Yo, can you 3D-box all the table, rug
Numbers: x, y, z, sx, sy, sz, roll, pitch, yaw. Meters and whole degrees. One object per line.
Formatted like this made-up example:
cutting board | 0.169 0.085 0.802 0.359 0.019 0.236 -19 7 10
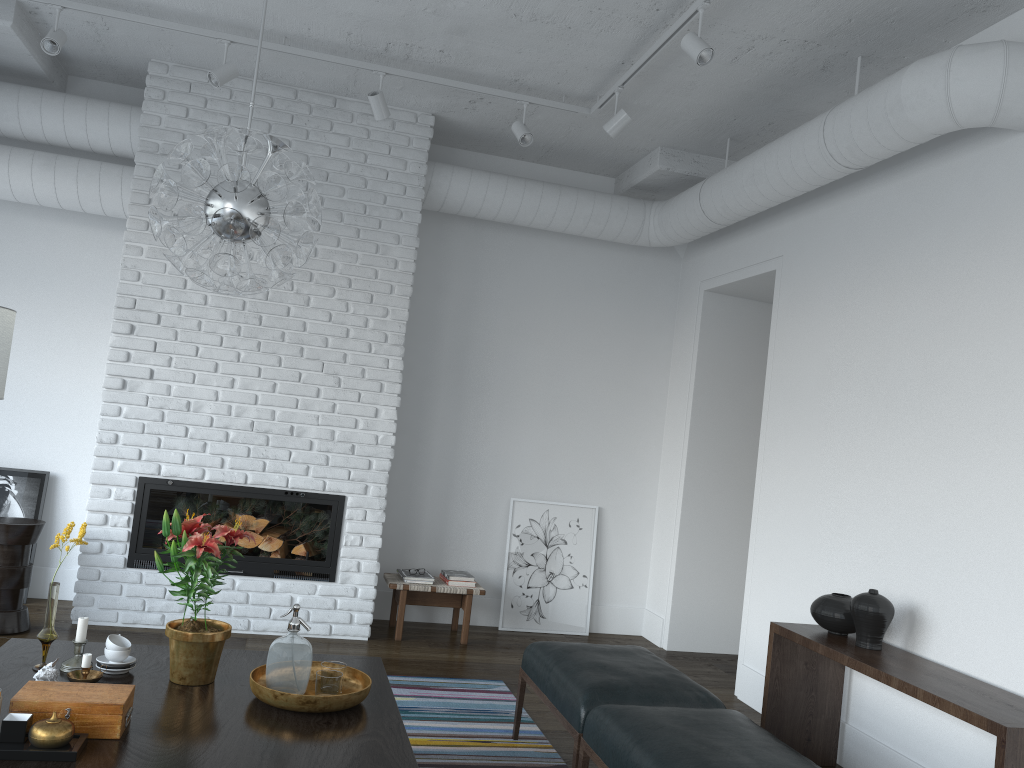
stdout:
table | -0.514 1.420 5.612 0.605 0.345 0.405 7 -3 -13
rug | -0.924 1.364 2.587 2.735 0.012 3.760 7 -3 -13
table | -0.999 1.153 2.612 1.306 0.394 1.362 7 -3 -13
table | -2.645 0.999 4.660 0.282 0.558 0.281 9 -4 -35
table | 1.462 1.372 3.331 0.375 0.617 1.362 7 -3 -13

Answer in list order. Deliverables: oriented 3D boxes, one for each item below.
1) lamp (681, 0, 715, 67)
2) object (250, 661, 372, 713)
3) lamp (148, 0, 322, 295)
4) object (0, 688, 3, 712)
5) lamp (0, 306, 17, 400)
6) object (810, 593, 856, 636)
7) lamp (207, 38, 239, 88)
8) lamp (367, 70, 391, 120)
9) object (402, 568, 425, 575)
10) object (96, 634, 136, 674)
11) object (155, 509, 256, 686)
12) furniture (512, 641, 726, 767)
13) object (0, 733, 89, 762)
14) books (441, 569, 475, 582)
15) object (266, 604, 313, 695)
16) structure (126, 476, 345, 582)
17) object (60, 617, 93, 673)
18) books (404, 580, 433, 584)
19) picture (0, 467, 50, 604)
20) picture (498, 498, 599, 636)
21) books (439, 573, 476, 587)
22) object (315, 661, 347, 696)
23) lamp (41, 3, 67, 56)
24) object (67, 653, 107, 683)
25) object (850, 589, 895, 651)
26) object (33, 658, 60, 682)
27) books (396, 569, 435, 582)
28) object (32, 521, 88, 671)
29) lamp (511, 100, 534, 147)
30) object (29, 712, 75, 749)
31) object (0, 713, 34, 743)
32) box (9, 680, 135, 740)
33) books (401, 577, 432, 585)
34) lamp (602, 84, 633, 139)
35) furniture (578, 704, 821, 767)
lamp | 0.764 -1.435 3.629 0.094 0.285 0.154 9 -4 -40
object | -0.645 0.973 2.840 0.383 0.068 0.383 5 -4 29
lamp | -0.860 -1.070 2.989 0.552 1.546 0.552 8 -4 -26
object | -1.349 0.835 2.241 0.106 0.116 0.117 9 -4 -34
lamp | -1.685 0.317 1.084 0.432 1.738 2.162 5 -3 21
object | 1.427 1.002 3.862 0.245 0.168 0.245 8 -3 -22
lamp | -1.463 -1.639 4.516 0.090 0.285 0.154 3 -5 45
lamp | -0.702 -1.542 4.699 0.097 0.285 0.154 5 -4 27
object | -0.623 1.177 5.601 0.093 0.038 0.134 3 -4 43
object | -1.289 0.880 2.896 0.121 0.113 0.124 6 -3 6
object | -1.024 0.686 2.872 0.275 0.558 0.284 4 -4 38
furniture | 0.405 1.333 3.529 0.584 0.478 0.828 7 -3 -13
object | -1.182 0.899 2.203 0.214 0.023 0.130 7 -3 -13
books | -0.347 1.226 5.680 0.173 0.025 0.238 7 -3 -15
object | -0.713 0.854 2.863 0.143 0.288 0.143 9 -4 -42
structure | -1.645 0.887 5.417 1.168 0.578 0.675 7 -3 -13
object | -1.400 0.837 2.874 0.098 0.174 0.098 8 -3 -19
books | -0.605 1.220 5.584 0.171 0.011 0.306 7 -3 -14
picture | -3.170 0.872 5.233 0.686 0.775 0.130 7 -3 -13
picture | 0.258 1.258 6.103 0.637 0.884 0.093 7 -3 -13
books | -0.348 1.254 5.671 0.185 0.032 0.267 7 -3 -15
object | -0.589 0.967 2.872 0.085 0.089 0.195 7 -3 -4
lamp | -2.230 -1.738 4.329 0.095 0.285 0.154 7 -3 -15
object | -1.314 0.877 2.734 0.102 0.098 0.102 5 -4 26
object | 1.473 0.961 3.636 0.171 0.236 0.171 7 -3 -8
object | -1.426 0.879 2.722 0.069 0.078 0.124 8 -4 -31
books | -0.608 1.206 5.595 0.202 0.019 0.280 7 -3 -15
object | -1.444 0.680 2.848 0.121 0.470 0.120 6 -3 2
lamp | 0.063 -1.444 4.879 0.093 0.285 0.154 9 -4 -35
object | -1.147 0.858 2.214 0.103 0.077 0.103 9 -4 -42
object | -1.236 0.859 2.212 0.058 0.055 0.058 7 -3 -13
box | -1.177 0.874 2.381 0.294 0.093 0.169 7 -3 -13
books | -0.607 1.231 5.594 0.172 0.011 0.273 7 -3 -14
lamp | 0.547 -1.407 4.563 0.154 0.285 0.104 5 -4 27
furniture | 0.607 1.310 2.702 0.583 0.476 0.827 7 -3 -13
